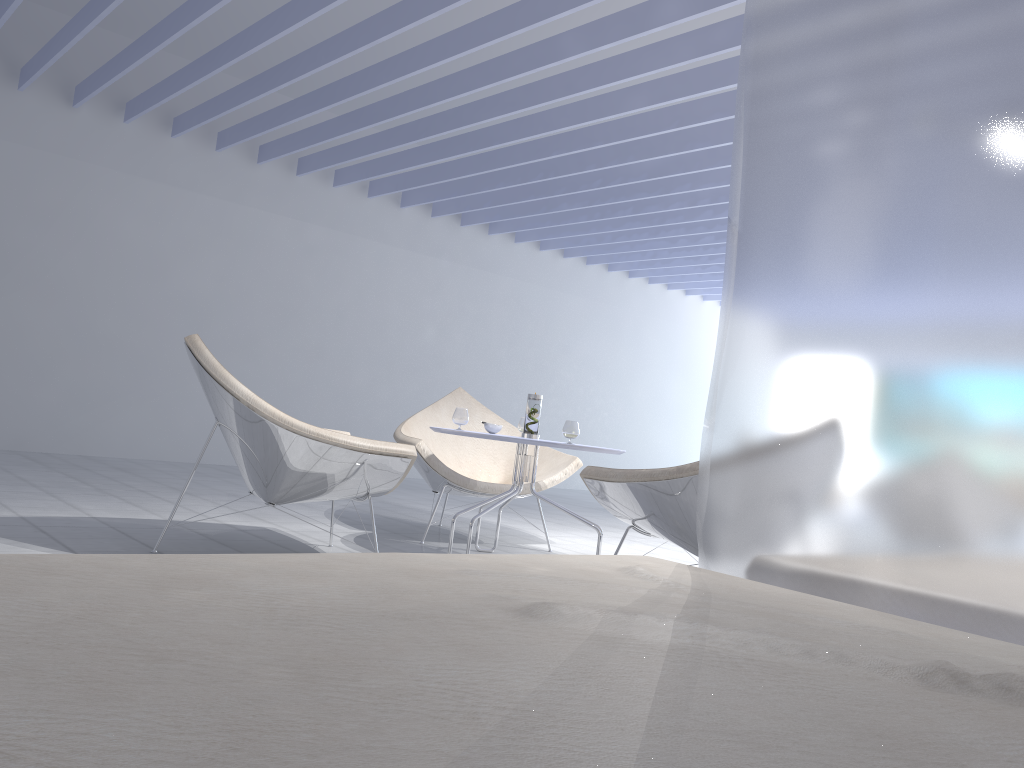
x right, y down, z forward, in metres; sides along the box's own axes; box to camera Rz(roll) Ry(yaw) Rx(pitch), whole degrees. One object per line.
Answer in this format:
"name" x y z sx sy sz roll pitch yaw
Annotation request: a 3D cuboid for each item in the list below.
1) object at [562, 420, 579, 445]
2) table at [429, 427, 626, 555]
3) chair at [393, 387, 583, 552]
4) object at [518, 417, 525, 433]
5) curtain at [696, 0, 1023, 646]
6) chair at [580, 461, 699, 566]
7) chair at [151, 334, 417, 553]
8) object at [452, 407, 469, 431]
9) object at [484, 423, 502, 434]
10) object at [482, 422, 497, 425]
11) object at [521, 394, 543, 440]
"object" 0.229 0.189 3.455 0.068 0.091 0.068 5 -4 39
"table" 0.033 0.493 3.703 0.825 0.534 0.823 6 -3 26
"chair" -0.198 0.392 4.490 0.906 0.759 0.753 8 -3 -23
"object" 0.059 0.196 4.000 0.068 0.091 0.068 5 -4 39
"curtain" 1.020 -0.365 0.745 0.125 1.559 1.998 10 -4 -42
"chair" 0.794 0.441 3.085 0.906 0.759 0.753 9 -4 -37
"chair" -0.846 0.244 3.195 0.753 0.759 0.906 8 -3 -26
"object" -0.209 0.143 3.611 0.068 0.091 0.068 5 -4 39
"object" -0.085 0.200 3.938 0.082 0.043 0.082 9 -4 -39
"object" -0.100 0.179 3.966 0.012 0.016 0.098 10 -4 -41
"object" 0.086 0.136 3.677 0.075 0.185 0.075 6 -3 12
